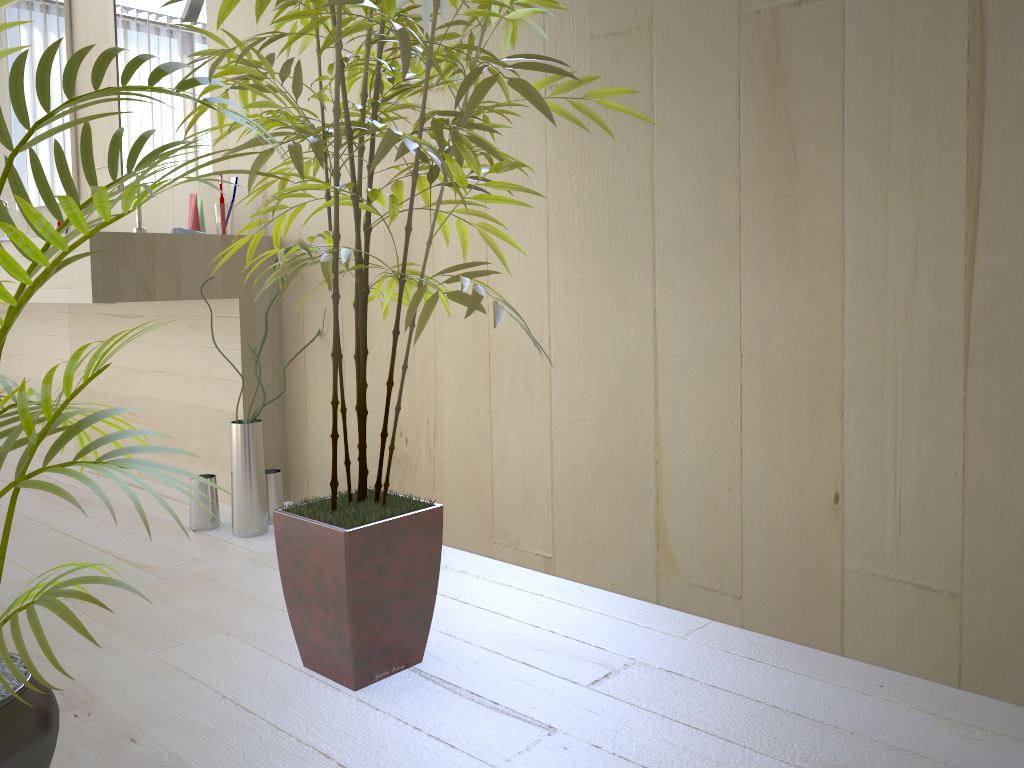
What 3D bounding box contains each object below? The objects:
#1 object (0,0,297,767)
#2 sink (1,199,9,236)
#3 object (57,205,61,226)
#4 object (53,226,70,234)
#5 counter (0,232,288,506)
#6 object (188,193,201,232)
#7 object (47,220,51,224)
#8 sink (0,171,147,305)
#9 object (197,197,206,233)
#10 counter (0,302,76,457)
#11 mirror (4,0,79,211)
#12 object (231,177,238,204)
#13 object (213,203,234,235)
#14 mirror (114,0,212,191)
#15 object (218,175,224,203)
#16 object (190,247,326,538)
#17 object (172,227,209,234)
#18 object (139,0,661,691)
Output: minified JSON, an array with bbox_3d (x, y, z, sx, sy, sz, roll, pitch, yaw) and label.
[{"bbox_3d":[-0.684,-0.039,0.908,0.916,1.153,0.754,-2,5,-14],"label":"object"},{"bbox_3d":[-2.182,-0.533,3.529,0.505,0.417,0.575,-6,8,-44],"label":"sink"},{"bbox_3d":[-1.719,-0.592,3.359,0.012,0.177,0.050,-2,4,-8],"label":"object"},{"bbox_3d":[-1.722,-0.553,3.391,0.059,0.100,0.058,-5,6,-40],"label":"object"},{"bbox_3d":[-1.280,-0.047,2.794,1.207,0.788,0.552,4,7,43],"label":"counter"},{"bbox_3d":[-0.934,-0.491,2.598,0.039,0.134,0.039,-1,4,-6],"label":"object"},{"bbox_3d":[-1.843,-0.585,3.527,0.039,0.134,0.039,-1,4,1],"label":"object"},{"bbox_3d":[-1.296,-0.453,2.711,0.505,0.417,0.575,-6,8,-44],"label":"sink"},{"bbox_3d":[-0.957,-0.504,2.709,0.039,0.134,0.039,-1,4,-6],"label":"object"},{"bbox_3d":[-2.167,-0.128,3.611,1.207,0.788,0.552,4,7,43],"label":"counter"},{"bbox_3d":[-1.959,-1.176,3.672,0.654,0.865,0.023,3,5,43],"label":"mirror"},{"bbox_3d":[-0.822,-0.515,2.576,0.054,0.174,0.012,-3,4,-22],"label":"object"},{"bbox_3d":[-0.836,-0.473,2.573,0.058,0.100,0.059,-4,5,-37],"label":"object"},{"bbox_3d":[-1.179,-1.109,2.989,0.654,0.865,0.023,3,5,43],"label":"mirror"},{"bbox_3d":[-0.833,-0.512,2.541,0.012,0.177,0.050,-2,4,-8],"label":"object"},{"bbox_3d":[-0.660,0.007,2.379,0.274,0.746,0.408,1,5,31],"label":"object"},{"bbox_3d":[-0.913,-0.434,2.522,0.104,0.029,0.033,-2,5,-7],"label":"object"},{"bbox_3d":[-0.213,-0.402,1.467,0.787,1.750,0.938,-3,4,-22],"label":"object"}]
